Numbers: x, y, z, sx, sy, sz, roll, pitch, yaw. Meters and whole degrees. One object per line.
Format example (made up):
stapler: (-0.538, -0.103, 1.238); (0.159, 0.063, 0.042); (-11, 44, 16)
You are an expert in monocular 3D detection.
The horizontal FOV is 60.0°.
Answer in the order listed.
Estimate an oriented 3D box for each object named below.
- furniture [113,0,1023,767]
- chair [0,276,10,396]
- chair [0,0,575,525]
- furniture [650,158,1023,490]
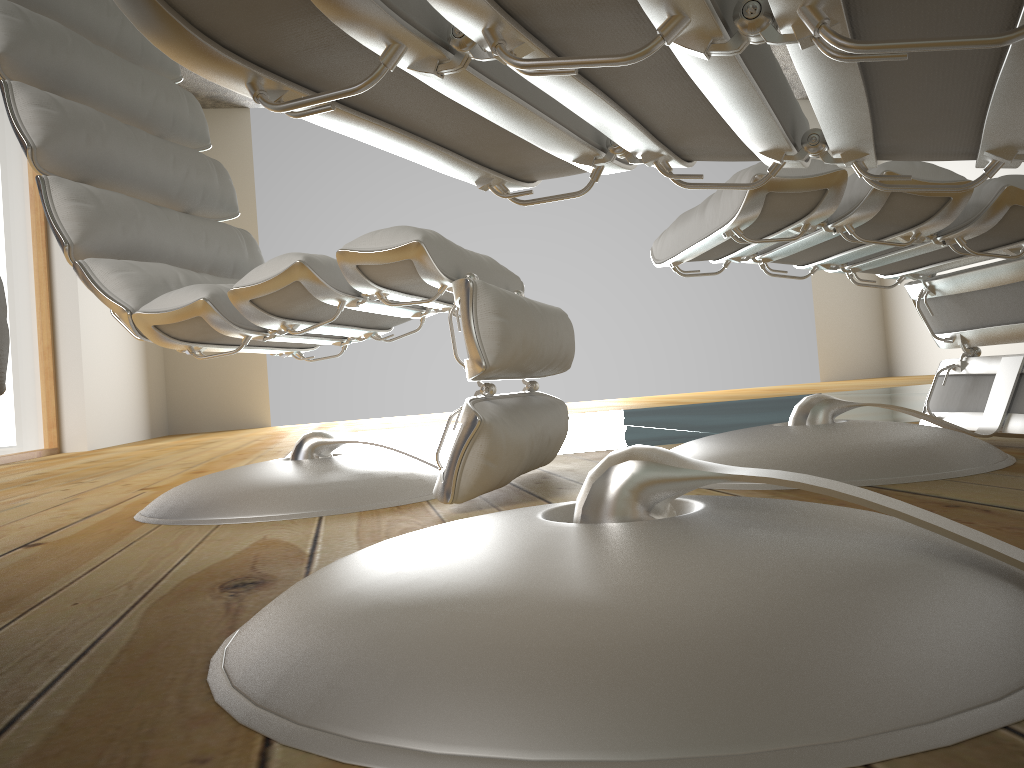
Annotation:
furniture: (0.124, -0.071, 0.591); (0.685, 0.440, 0.570); (-5, -1, 25)
chair: (-0.816, -0.265, 0.386); (0.914, 0.970, 0.569); (-4, -2, -1)
chair: (-0.392, -0.293, 1.503); (0.913, 0.970, 0.569); (-5, -2, 14)
furniture: (0.519, -0.098, 1.391); (0.686, 0.440, 0.569); (-4, -1, -4)
